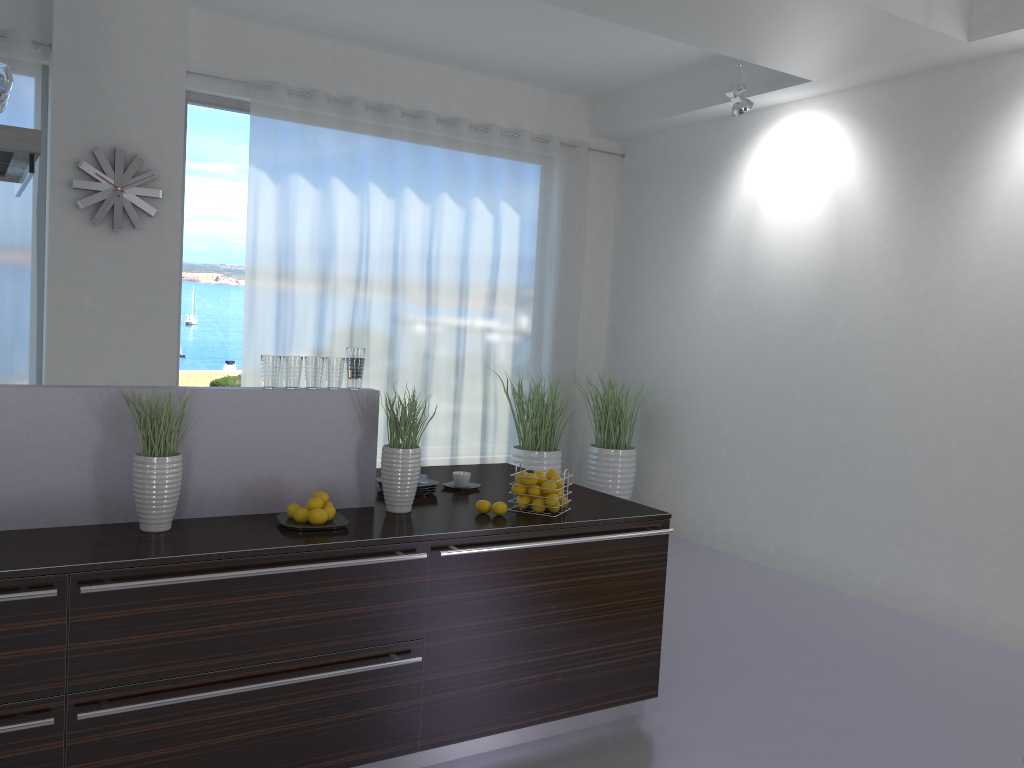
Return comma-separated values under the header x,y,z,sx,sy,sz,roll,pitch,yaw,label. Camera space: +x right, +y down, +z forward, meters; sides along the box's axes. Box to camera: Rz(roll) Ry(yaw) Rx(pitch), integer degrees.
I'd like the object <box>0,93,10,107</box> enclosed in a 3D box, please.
x,y,z,sx,sy,sz,roll,pitch,yaw,label
-1.767,-0.934,2.994,0.125,0.221,0.125,3,4,-7,object

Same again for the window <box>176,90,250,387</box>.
x,y,z,sx,sy,sz,roll,pitch,yaw,label
-1.020,-0.676,6.738,3.000,2.500,0.100,1,4,-32,window

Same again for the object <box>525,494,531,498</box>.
x,y,z,sx,sy,sz,roll,pitch,yaw,label
0.066,0.460,3.579,0.053,0.053,0.061,4,4,13,object

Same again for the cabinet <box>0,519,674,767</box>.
x,y,z,sx,sy,sz,roll,pitch,yaw,label
-1.111,0.875,3.281,3.285,0.852,1.377,1,4,-32,cabinet

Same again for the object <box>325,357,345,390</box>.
x,y,z,sx,sy,sz,roll,pitch,yaw,label
-0.666,-0.040,3.329,0.072,0.119,0.071,4,4,8,object

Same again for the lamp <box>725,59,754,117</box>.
x,y,z,sx,sy,sz,roll,pitch,yaw,label
1.465,-1.966,5.671,0.185,0.511,0.150,1,4,-32,lamp

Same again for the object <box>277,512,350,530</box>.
x,y,z,sx,sy,sz,roll,pitch,yaw,label
-0.686,0.474,3.057,0.232,0.020,0.232,2,4,-24,object

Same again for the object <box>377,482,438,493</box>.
x,y,z,sx,sy,sz,roll,pitch,yaw,label
-0.441,0.435,3.733,0.232,0.020,0.232,2,4,-24,object

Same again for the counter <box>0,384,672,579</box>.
x,y,z,sx,sy,sz,roll,pitch,yaw,label
-1.103,0.650,3.276,3.291,1.300,1.302,1,4,-32,counter

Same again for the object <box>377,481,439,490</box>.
x,y,z,sx,sy,sz,roll,pitch,yaw,label
-0.440,0.425,3.733,0.232,0.020,0.232,1,4,-29,object

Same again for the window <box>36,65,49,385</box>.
x,y,z,sx,sy,sz,roll,pitch,yaw,label
-4.197,-0.724,4.747,3.000,2.500,0.100,1,4,-32,window

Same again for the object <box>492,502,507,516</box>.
x,y,z,sx,sy,sz,roll,pitch,yaw,label
-0.047,0.474,3.368,0.063,0.051,0.053,1,4,-28,object

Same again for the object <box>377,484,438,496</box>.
x,y,z,sx,sy,sz,roll,pitch,yaw,label
-0.441,0.445,3.734,0.232,0.020,0.232,2,4,-24,object

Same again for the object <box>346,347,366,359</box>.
x,y,z,sx,sy,sz,roll,pitch,yaw,label
-0.596,-0.078,3.369,0.072,0.119,0.071,4,4,8,object

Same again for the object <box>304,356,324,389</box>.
x,y,z,sx,sy,sz,roll,pitch,yaw,label
-0.735,-0.041,3.286,0.072,0.119,0.071,4,4,8,object

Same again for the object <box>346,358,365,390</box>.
x,y,z,sx,sy,sz,roll,pitch,yaw,label
-0.598,-0.039,3.372,0.072,0.119,0.071,4,4,8,object

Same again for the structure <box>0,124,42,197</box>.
x,y,z,sx,sy,sz,roll,pitch,yaw,label
-2.098,-1.321,2.863,0.981,1.231,0.915,1,4,-32,structure

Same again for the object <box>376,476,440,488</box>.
x,y,z,sx,sy,sz,roll,pitch,yaw,label
-0.623,0.343,3.704,0.646,0.147,0.269,3,4,-7,object

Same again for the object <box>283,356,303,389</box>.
x,y,z,sx,sy,sz,roll,pitch,yaw,label
-0.803,-0.043,3.243,0.072,0.119,0.071,4,4,8,object

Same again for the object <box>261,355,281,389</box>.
x,y,z,sx,sy,sz,roll,pitch,yaw,label
-0.872,-0.044,3.200,0.071,0.119,0.072,4,4,18,object

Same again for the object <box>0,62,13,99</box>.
x,y,z,sx,sy,sz,roll,pitch,yaw,label
-1.683,-0.921,2.862,0.125,0.221,0.125,3,4,-7,object

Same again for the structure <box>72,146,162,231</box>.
x,y,z,sx,sy,sz,roll,pitch,yaw,label
-2.406,-1.191,5.419,0.505,0.505,0.076,1,4,-32,structure

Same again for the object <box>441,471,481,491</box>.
x,y,z,sx,sy,sz,roll,pitch,yaw,label
-0.221,0.424,3.882,0.153,0.069,0.153,6,4,31,object

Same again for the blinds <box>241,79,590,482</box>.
x,y,z,sx,sy,sz,roll,pitch,yaw,label
-0.612,-0.466,6.749,2.830,3.112,0.120,1,4,-32,blinds

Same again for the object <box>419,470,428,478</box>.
x,y,z,sx,sy,sz,roll,pitch,yaw,label
-0.460,0.402,4.014,0.153,0.069,0.153,3,4,1,object

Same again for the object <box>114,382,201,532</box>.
x,y,z,sx,sy,sz,roll,pitch,yaw,label
-1.132,0.221,2.828,0.269,0.502,0.247,1,4,-32,object

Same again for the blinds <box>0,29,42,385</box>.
x,y,z,sx,sy,sz,roll,pitch,yaw,label
-4.228,-0.521,4.483,3.245,3.112,0.120,1,4,-32,blinds

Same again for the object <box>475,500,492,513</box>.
x,y,z,sx,sy,sz,roll,pitch,yaw,label
-0.108,0.469,3.387,0.063,0.051,0.053,5,4,27,object

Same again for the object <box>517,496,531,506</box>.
x,y,z,sx,sy,sz,roll,pitch,yaw,label
0.049,0.464,3.521,0.061,0.053,0.053,4,4,10,object

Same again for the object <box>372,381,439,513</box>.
x,y,z,sx,sy,sz,roll,pitch,yaw,label
-0.391,0.231,3.321,0.247,0.502,0.269,4,4,11,object

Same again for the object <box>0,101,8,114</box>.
x,y,z,sx,sy,sz,roll,pitch,yaw,label
-1.844,-0.947,3.119,0.125,0.221,0.125,3,4,-7,object
